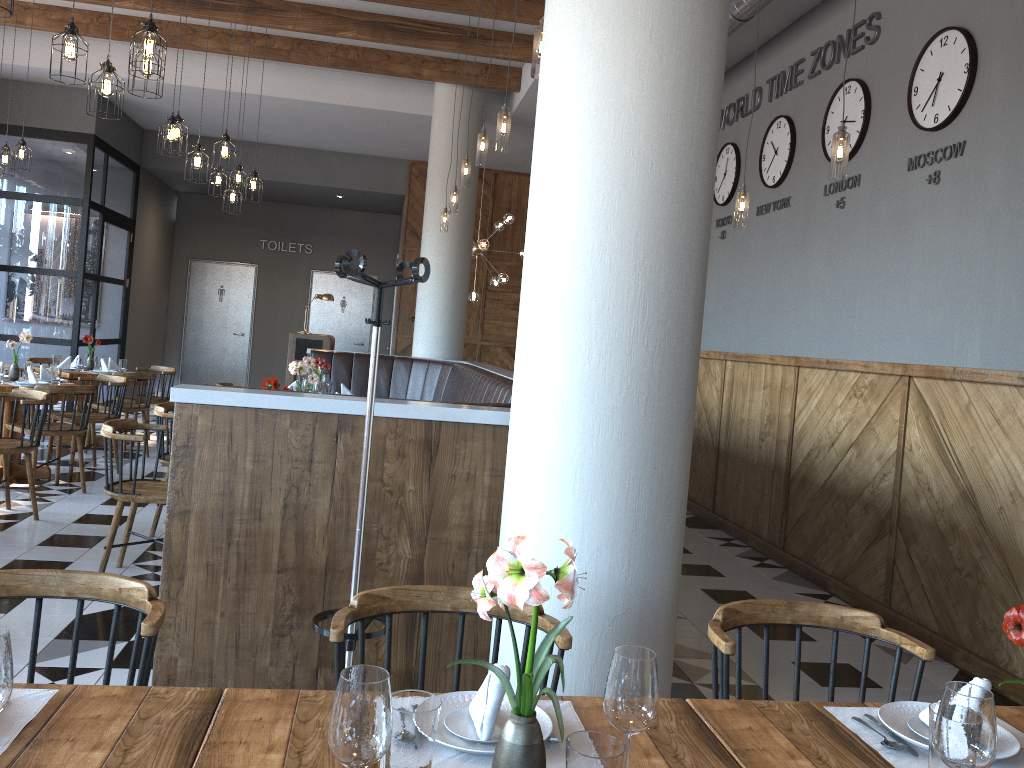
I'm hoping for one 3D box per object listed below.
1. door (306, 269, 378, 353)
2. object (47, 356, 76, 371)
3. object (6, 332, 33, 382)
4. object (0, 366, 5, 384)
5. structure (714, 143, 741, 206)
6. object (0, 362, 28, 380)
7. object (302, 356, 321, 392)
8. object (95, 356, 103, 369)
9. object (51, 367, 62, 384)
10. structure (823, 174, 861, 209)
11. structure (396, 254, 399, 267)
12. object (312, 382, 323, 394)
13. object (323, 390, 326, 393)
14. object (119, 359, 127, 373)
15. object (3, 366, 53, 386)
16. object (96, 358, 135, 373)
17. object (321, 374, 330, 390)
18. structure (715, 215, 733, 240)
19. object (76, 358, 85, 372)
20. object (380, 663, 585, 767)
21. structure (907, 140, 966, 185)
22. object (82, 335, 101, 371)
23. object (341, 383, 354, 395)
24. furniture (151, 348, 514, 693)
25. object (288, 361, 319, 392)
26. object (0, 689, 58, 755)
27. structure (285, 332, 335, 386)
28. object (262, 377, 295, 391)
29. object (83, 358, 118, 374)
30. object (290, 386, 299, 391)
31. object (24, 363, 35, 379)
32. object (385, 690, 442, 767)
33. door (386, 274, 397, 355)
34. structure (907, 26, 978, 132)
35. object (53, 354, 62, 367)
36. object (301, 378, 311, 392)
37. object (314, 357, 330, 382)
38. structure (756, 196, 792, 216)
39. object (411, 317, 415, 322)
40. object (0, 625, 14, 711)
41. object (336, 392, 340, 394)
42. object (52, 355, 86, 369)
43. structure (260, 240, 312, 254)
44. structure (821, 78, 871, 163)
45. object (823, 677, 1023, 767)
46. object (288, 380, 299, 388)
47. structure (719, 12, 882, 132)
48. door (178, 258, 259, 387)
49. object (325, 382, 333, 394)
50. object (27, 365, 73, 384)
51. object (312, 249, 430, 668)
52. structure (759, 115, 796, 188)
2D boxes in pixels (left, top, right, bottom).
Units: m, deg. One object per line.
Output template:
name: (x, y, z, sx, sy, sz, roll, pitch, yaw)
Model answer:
door: (-3.128, -0.826, 16.035, 1.206, 2.393, 0.114, 5, 0, -9)
object: (-4.384, -0.208, 8.666, 0.352, 0.137, 0.271, 7, 3, 36)
object: (-3.907, -0.219, 7.014, 0.146, 0.400, 0.207, 5, 1, 3)
object: (-3.889, -0.068, 6.713, 0.080, 0.132, 0.080, 5, 1, 6)
structure: (1.921, -1.880, 7.954, 0.046, 0.560, 0.561, 5, 2, -9)
object: (-4.157, -0.116, 7.178, 0.273, 0.137, 0.352, 7, 3, 36)
object: (-1.590, -0.018, 6.969, 0.146, 0.400, 0.207, 5, 1, -1)
object: (-4.282, -0.222, 9.181, 0.080, 0.132, 0.080, 5, 1, 16)
object: (-3.640, -0.064, 7.076, 0.080, 0.132, 0.080, 5, 1, 6)
structure: (2.204, -1.269, 5.937, 0.021, 0.199, 0.444, 5, 2, -9)
structure: (-1.929, -2.081, 14.953, 0.025, 0.197, 0.566, 5, 2, -9)
object: (-1.494, 0.091, 6.785, 0.081, 0.215, 0.081, 5, 1, 22)
object: (-1.536, 0.114, 7.100, 0.080, 0.132, 0.080, 5, 1, -9)
object: (-3.928, -0.179, 8.937, 0.080, 0.132, 0.080, 5, 1, 16)
object: (-3.720, -0.064, 6.867, 0.273, 0.137, 0.352, 7, 3, 36)
object: (-4.075, -0.202, 9.100, 0.352, 0.137, 0.271, 7, 3, 36)
object: (-1.663, 0.024, 7.876, 0.081, 0.215, 0.081, 5, 1, 22)
structure: (1.894, -1.393, 7.946, 0.021, 0.199, 0.369, 5, 2, -9)
object: (-4.177, -0.183, 8.574, 0.080, 0.132, 0.080, 5, 1, 6)
object: (-0.038, 0.513, 1.479, 0.351, 0.137, 0.272, 5, 2, -9)
structure: (2.358, -1.208, 4.943, 0.021, 0.199, 0.499, 5, 2, -9)
object: (-4.243, -0.317, 8.908, 0.171, 0.355, 0.156, 6, 1, 38)
object: (-1.489, 0.068, 8.081, 0.271, 0.137, 0.352, 5, 2, -9)
furniture: (-0.818, 0.458, 6.546, 1.916, 1.149, 6.597, 5, 3, -9)
object: (-1.395, 0.051, 5.888, 0.206, 0.400, 0.146, 5, 1, -7)
object: (-0.914, 0.445, 1.342, 0.351, 0.137, 0.272, 5, 2, -9)
structure: (-2.320, 0.066, 10.433, 0.645, 1.299, 1.047, 5, 1, -9)
object: (-1.273, 0.138, 4.774, 0.171, 0.355, 0.156, 5, 1, -6)
object: (-4.011, -0.179, 8.727, 0.273, 0.137, 0.352, 7, 3, 36)
object: (-1.493, 0.127, 6.063, 0.081, 0.215, 0.081, 6, 1, 45)
object: (-3.994, -0.106, 7.321, 0.080, 0.132, 0.080, 5, 1, 6)
object: (-0.145, 0.517, 1.263, 0.080, 0.132, 0.080, 5, 1, 21)
door: (-2.072, -0.686, 15.003, 0.114, 2.393, 1.208, 5, 1, -9)
structure: (2.388, -1.693, 4.933, 0.046, 0.560, 0.561, 5, 2, -9)
object: (-4.537, -0.226, 8.829, 0.080, 0.132, 0.080, 4, 1, -34)
object: (-1.657, 0.061, 7.123, 0.081, 0.215, 0.081, 5, 1, -17)
object: (-1.742, -0.062, 8.059, 0.156, 0.355, 0.171, 5, 1, -16)
structure: (2.052, -1.392, 6.956, 0.021, 0.079, 0.584, 5, 3, -9)
object: (-1.437, -0.185, 13.448, 0.375, 1.658, 0.374, 5, 0, 14)
object: (-0.802, 0.356, 1.115, 0.295, 0.355, 0.166, 5, 1, -3)
object: (-1.321, 0.135, 6.995, 0.271, 0.137, 0.352, 5, 2, -9)
object: (-4.448, -0.231, 9.038, 0.273, 0.137, 0.352, 7, 3, 36)
structure: (-4.045, -2.455, 15.872, 0.915, 0.166, 0.035, 4, 1, -9)
structure: (2.233, -1.755, 5.934, 0.046, 0.560, 0.561, 5, 2, -9)
object: (0.802, 0.578, 1.610, 0.351, 0.137, 0.272, 5, 2, -9)
object: (-2.007, 0.027, 8.009, 0.271, 0.137, 0.352, 5, 2, -9)
structure: (2.125, -2.364, 6.971, 0.033, 0.199, 2.733, 5, 3, -9)
door: (-5.209, -0.988, 15.710, 1.206, 2.393, 0.114, 5, 0, -9)
object: (-1.704, 0.047, 8.191, 0.080, 0.132, 0.080, 5, 1, -9)
object: (-3.784, -0.087, 7.239, 0.352, 0.137, 0.271, 7, 3, 36)
object: (-0.488, 0.410, 2.876, 0.374, 1.658, 0.375, 5, 1, -31)
structure: (2.077, -1.818, 6.944, 0.046, 0.560, 0.561, 5, 2, -9)
